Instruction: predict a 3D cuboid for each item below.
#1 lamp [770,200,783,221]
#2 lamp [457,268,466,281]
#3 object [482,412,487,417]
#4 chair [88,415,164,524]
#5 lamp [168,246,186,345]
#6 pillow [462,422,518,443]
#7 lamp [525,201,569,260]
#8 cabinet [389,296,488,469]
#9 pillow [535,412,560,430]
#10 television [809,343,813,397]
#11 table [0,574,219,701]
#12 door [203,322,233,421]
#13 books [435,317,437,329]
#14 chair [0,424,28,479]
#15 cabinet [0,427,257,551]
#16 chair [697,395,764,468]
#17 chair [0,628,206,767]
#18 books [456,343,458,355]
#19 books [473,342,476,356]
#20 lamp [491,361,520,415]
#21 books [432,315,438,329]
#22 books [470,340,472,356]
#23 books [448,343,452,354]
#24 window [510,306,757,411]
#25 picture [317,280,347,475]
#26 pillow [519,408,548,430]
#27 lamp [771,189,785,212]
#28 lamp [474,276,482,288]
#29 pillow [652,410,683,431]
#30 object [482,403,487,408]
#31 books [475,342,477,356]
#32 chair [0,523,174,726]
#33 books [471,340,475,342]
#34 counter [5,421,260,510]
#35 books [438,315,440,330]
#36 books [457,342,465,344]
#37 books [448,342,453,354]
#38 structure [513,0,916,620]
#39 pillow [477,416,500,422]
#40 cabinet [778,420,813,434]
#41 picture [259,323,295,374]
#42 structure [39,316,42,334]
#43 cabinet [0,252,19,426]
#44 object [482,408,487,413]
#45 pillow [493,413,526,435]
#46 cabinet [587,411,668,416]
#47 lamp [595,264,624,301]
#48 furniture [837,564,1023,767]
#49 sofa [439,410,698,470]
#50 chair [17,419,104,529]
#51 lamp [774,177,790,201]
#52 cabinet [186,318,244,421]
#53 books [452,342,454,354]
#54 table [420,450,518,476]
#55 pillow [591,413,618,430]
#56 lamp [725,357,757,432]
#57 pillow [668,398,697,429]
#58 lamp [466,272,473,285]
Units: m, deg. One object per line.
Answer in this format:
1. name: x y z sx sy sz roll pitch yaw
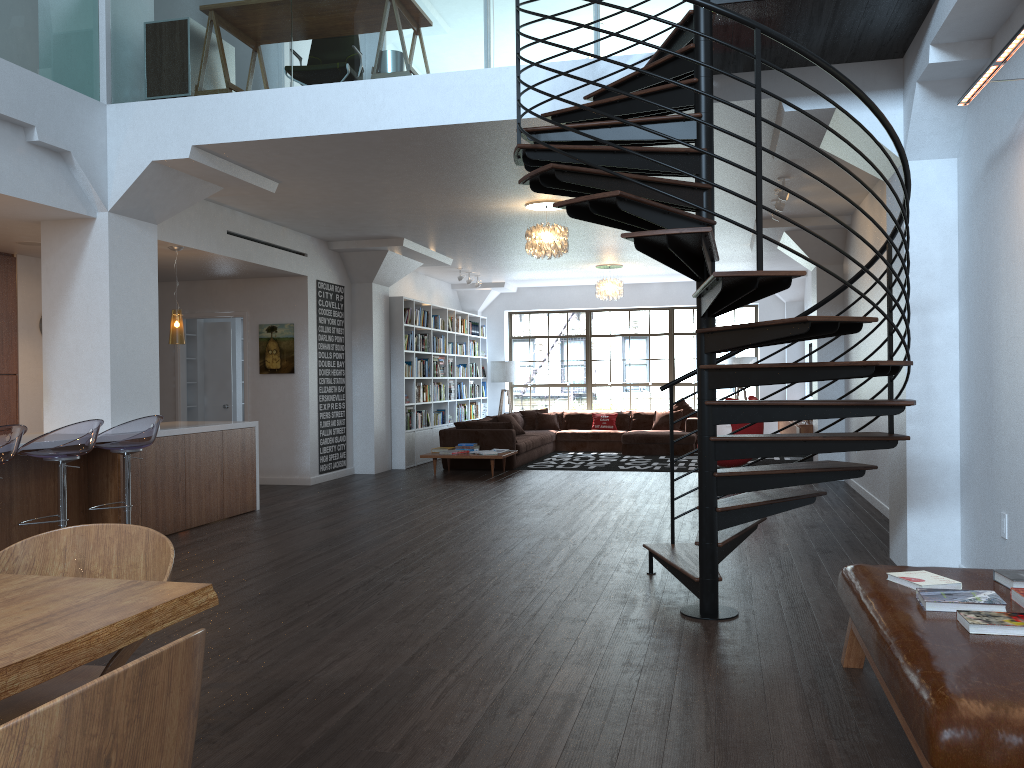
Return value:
1. lamp: 2.643 -1.732 8.858 0.120 0.211 0.111 -1 0 -42
2. lamp: -0.812 -1.718 13.967 0.120 0.211 0.111 -1 0 -42
3. object: -0.660 0.581 16.553 0.331 0.088 0.410 -1 0 13
4. chair: -2.715 0.726 6.254 0.481 1.014 0.530 -1 0 15
5. lamp: -3.113 -0.819 8.228 0.149 0.900 0.149 -1 0 -32
6. pillow: -0.307 0.700 12.487 0.750 0.364 0.289 -1 0 13
7. lamp: 0.352 -1.535 8.932 0.442 0.539 0.441 -1 0 -34
8. cabinet: -1.206 -0.031 14.605 0.461 2.414 4.500 -1 0 13
9. pillow: 0.600 0.656 15.577 0.489 0.337 0.238 -1 0 -17
10. television: 4.487 -0.213 13.183 0.013 0.816 1.324 -1 0 13
11. table: -1.640 0.879 0.418 1.012 0.750 3.803 -1 0 14
12. door: -4.101 0.197 11.835 0.826 2.032 0.174 -1 0 13
13. books: -1.253 -0.955 13.920 0.146 0.202 0.027 -1 0 13
14. chair: -3.025 0.736 5.025 0.481 1.014 0.530 -1 0 11
15. cabinet: -3.425 0.836 6.472 0.898 0.796 4.493 -1 0 13
16. chair: 2.711 0.647 10.968 0.801 1.006 0.798 0 0 39
17. chair: -0.808 0.821 1.420 0.617 0.830 0.629 -1 0 13
18. books: -0.992 -0.592 14.984 0.146 0.202 0.027 -1 0 13
19. books: -0.748 -0.626 16.013 0.183 0.253 0.034 -1 0 13
20. lamp: -0.124 0.362 16.745 0.545 1.579 0.545 -1 0 2
21. books: -1.238 -0.971 14.004 0.140 0.231 0.042 -1 0 13
22. books: -0.810 -0.643 15.783 0.176 0.290 0.053 -1 0 13
23. books: -1.062 -0.584 14.701 0.139 0.191 0.036 -1 0 13
24. window: 2.232 -0.451 16.805 4.648 1.905 0.114 -1 0 13
25. picture: -2.270 -0.087 11.214 0.021 2.380 0.800 -1 0 14
26. pillow: 0.436 0.639 15.715 0.580 0.418 0.334 -1 0 -14
27. lamp: 2.526 -1.728 8.366 0.120 0.211 0.111 -1 0 -27
28. lamp: -0.574 -1.726 14.964 0.120 0.211 0.111 -1 0 -12
29. pillow: 2.641 0.615 15.114 0.542 0.362 0.248 0 0 34
30. object: -0.670 0.406 16.554 0.316 0.088 0.410 -1 0 13
31. books: -0.736 -0.629 16.095 0.180 0.259 0.060 -1 0 13
32. chair: -1.197 0.822 2.292 0.629 0.833 0.618 -1 0 8
33. books: -0.749 -0.645 16.049 0.176 0.290 0.036 -1 0 13
34. counter: -2.911 0.816 4.680 3.039 0.860 8.182 -1 0 -16
35. books: -1.217 -0.971 14.099 0.140 0.231 0.042 -1 0 13
36. books: -0.886 -0.611 15.473 0.140 0.231 0.042 -1 0 13
37. books: -1.060 -0.590 14.734 0.146 0.202 0.027 -1 0 13
38. structure: 1.010 -0.975 4.647 1.998 4.352 1.998 -1 0 -26
39. pillow: -0.283 0.656 12.754 0.269 0.411 0.559 -1 0 -31
40. cabinet: 4.358 0.667 13.288 0.459 0.350 4.501 -1 0 13
41. picture: -2.834 -0.423 10.677 0.450 0.600 0.030 -1 0 13
42. structure: -4.650 -0.586 8.966 0.040 0.300 0.300 -1 0 13
43. cabinet: -5.671 0.021 6.052 0.598 2.499 5.299 -1 0 13
44. object: -0.661 0.493 16.553 0.331 0.088 0.410 -1 0 13
45. pillow: -0.057 0.668 14.169 0.325 0.391 0.625 0 0 30
46. cabinet: 2.123 0.816 16.281 1.520 0.625 0.350 -1 0 13
47. lamp: 1.523 -1.574 13.856 0.442 0.539 0.441 -1 0 -34
48. furniture: 1.643 0.976 2.877 0.907 0.453 1.819 -1 0 13
49. sofa: 1.146 0.819 13.943 3.481 0.664 4.197 -1 0 13
50. chair: -2.861 0.731 5.641 0.481 1.014 0.530 -1 0 11
51. lamp: 2.405 -1.724 7.862 0.120 0.211 0.111 -1 0 -12
52. cabinet: -4.175 -0.274 12.519 0.527 2.991 2.630 -1 0 13
53. books: -1.046 -0.590 14.758 0.146 0.202 0.027 -1 0 13
54. table: -0.554 1.047 11.742 1.100 0.271 0.853 -1 0 13
55. pillow: 1.616 0.660 15.481 0.465 0.308 0.220 -1 0 10
56. lamp: 4.048 0.320 15.645 0.545 1.579 0.545 -1 0 24
57. pillow: 2.879 0.530 15.226 0.651 0.587 0.335 -1 0 -8
58. lamp: -0.694 -1.722 14.459 0.120 0.211 0.111 -1 0 -27
